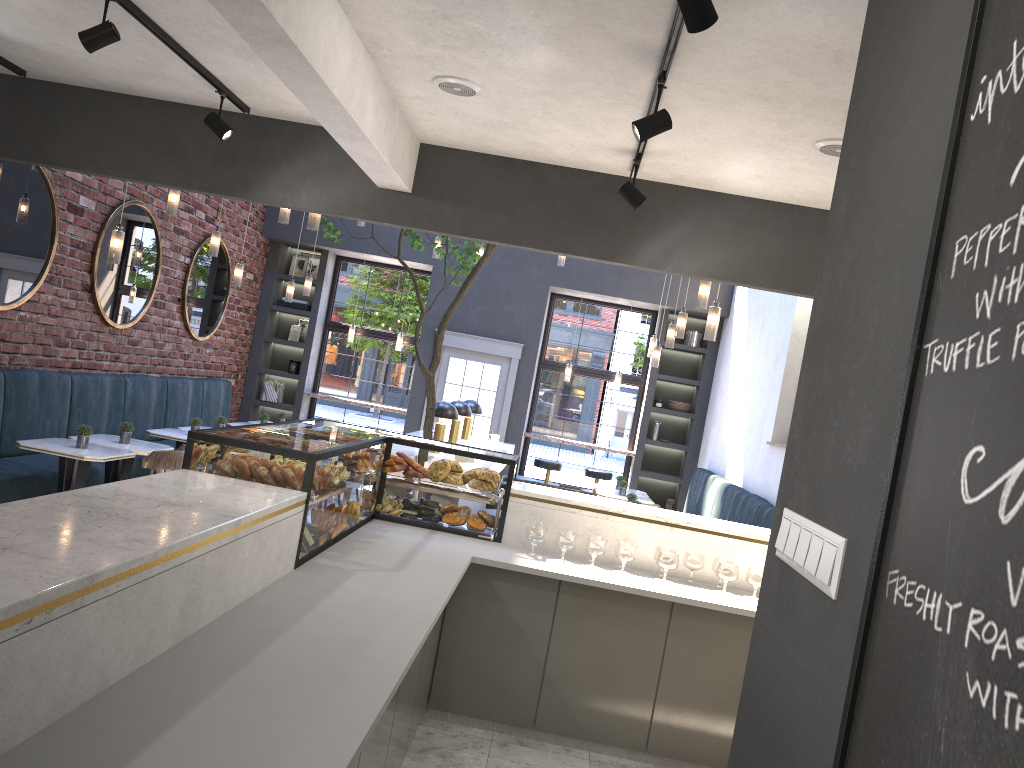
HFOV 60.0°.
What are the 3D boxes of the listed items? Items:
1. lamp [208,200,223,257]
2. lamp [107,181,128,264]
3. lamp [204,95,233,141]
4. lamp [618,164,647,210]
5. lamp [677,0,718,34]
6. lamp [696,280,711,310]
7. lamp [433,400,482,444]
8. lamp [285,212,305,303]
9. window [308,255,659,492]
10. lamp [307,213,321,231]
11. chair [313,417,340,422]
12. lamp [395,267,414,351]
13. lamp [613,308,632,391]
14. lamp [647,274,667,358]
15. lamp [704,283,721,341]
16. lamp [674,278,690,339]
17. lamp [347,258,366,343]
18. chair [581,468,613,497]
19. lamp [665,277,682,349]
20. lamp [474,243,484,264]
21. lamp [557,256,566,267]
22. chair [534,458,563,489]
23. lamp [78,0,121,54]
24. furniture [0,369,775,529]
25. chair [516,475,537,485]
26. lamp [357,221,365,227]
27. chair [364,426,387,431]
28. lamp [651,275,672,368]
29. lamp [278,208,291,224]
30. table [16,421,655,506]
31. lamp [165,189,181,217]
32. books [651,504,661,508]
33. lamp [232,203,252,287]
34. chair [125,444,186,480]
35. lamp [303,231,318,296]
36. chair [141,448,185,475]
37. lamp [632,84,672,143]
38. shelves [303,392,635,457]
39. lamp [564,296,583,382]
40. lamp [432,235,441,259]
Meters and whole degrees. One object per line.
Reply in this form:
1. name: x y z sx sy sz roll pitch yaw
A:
1. lamp: -2.270 -3.146 7.796 0.078 4.105 0.078 10 1 11
2. lamp: -2.316 -2.833 5.948 0.078 4.105 0.078 10 1 -12
3. lamp: -1.574 -1.435 4.782 0.157 0.238 0.087 10 0 -2
4. lamp: 0.639 -1.032 4.641 0.157 0.235 0.087 10 0 -2
5. lamp: 0.494 -1.060 2.355 0.087 0.235 0.157 11 1 43
6. lamp: 1.744 -2.566 6.444 0.078 4.105 0.078 10 1 -12
7. lamp: -1.123 -1.197 4.595 4.184 3.256 8.831 10 0 -13
8. lamp: -2.062 -2.911 9.610 0.078 4.105 0.078 10 1 -12
9. window: -0.587 -1.558 5.793 6.405 5.365 12.710 10 0 4
10. lamp: -0.957 -3.044 5.862 0.078 4.105 0.078 11 1 33
11. chair: -2.485 0.866 11.577 0.371 0.821 0.371 10 0 -34
12. lamp: -1.384 -1.143 11.755 0.078 1.429 0.078 10 1 -34
13. lamp: 1.488 -0.622 11.573 0.078 1.429 0.078 11 1 33
14. lamp: 1.931 -2.321 9.981 0.078 4.105 0.078 10 1 -12
15. lamp: 1.651 -2.304 5.748 0.078 4.105 0.078 10 1 -12
16. lamp: 1.787 -2.410 7.538 0.078 4.105 0.078 10 1 -34
17. lamp: -2.029 -1.260 11.797 0.078 1.429 0.078 11 1 33
18. chair: 1.036 1.505 11.330 0.372 0.821 0.370 10 0 -34
19. lamp: 1.821 -2.355 8.209 0.078 4.105 0.078 10 1 -34
20. lamp: -0.020 -3.380 10.057 0.078 4.105 0.078 10 1 -12
21. lamp: 0.883 -3.279 9.425 0.078 4.105 0.078 10 1 -12
22. chair: 0.403 1.391 11.393 0.371 0.821 0.371 10 0 -34
23. lamp: -1.661 -1.452 3.590 0.157 0.238 0.087 10 0 -2
24. furniture: -0.889 0.985 8.073 6.020 1.151 5.341 10 0 4
25. chair: 0.023 1.363 9.536 0.370 0.737 0.372 11 0 29
26. lamp: -1.192 -3.651 9.123 0.078 4.105 0.078 10 1 -12
27. chair: -1.852 0.981 11.514 0.372 0.821 0.370 10 0 -34
28. lamp: 1.865 -2.198 9.319 0.078 4.105 0.078 10 1 -12
29. lamp: -1.382 -3.249 6.758 0.078 4.105 0.078 11 1 33
30. table: -0.930 1.181 8.031 4.599 0.751 4.830 10 0 4
31. lamp: -2.190 -3.280 6.627 0.078 4.105 0.078 10 1 -12
32. books: 1.759 1.563 11.503 0.320 0.030 0.214 10 0 4
33. lamp: -2.264 -2.948 8.440 0.078 4.105 0.078 10 1 11
34. chair: -2.597 0.825 6.635 0.521 0.851 0.538 10 0 5
35. lamp: -2.002 -3.035 10.181 0.078 4.105 0.078 10 1 -12
36. chair: -2.574 0.828 6.054 0.521 0.851 0.538 10 0 5
37. lamp: 0.552 -1.048 3.449 0.157 0.235 0.087 10 0 -2
38. shelves: -0.568 0.523 11.705 4.402 0.043 0.384 10 0 4
39. lamp: 0.843 -0.739 11.614 0.078 1.429 0.078 10 1 -34
40. lamp: -0.450 -3.365 9.455 0.078 4.105 0.078 10 1 -12
